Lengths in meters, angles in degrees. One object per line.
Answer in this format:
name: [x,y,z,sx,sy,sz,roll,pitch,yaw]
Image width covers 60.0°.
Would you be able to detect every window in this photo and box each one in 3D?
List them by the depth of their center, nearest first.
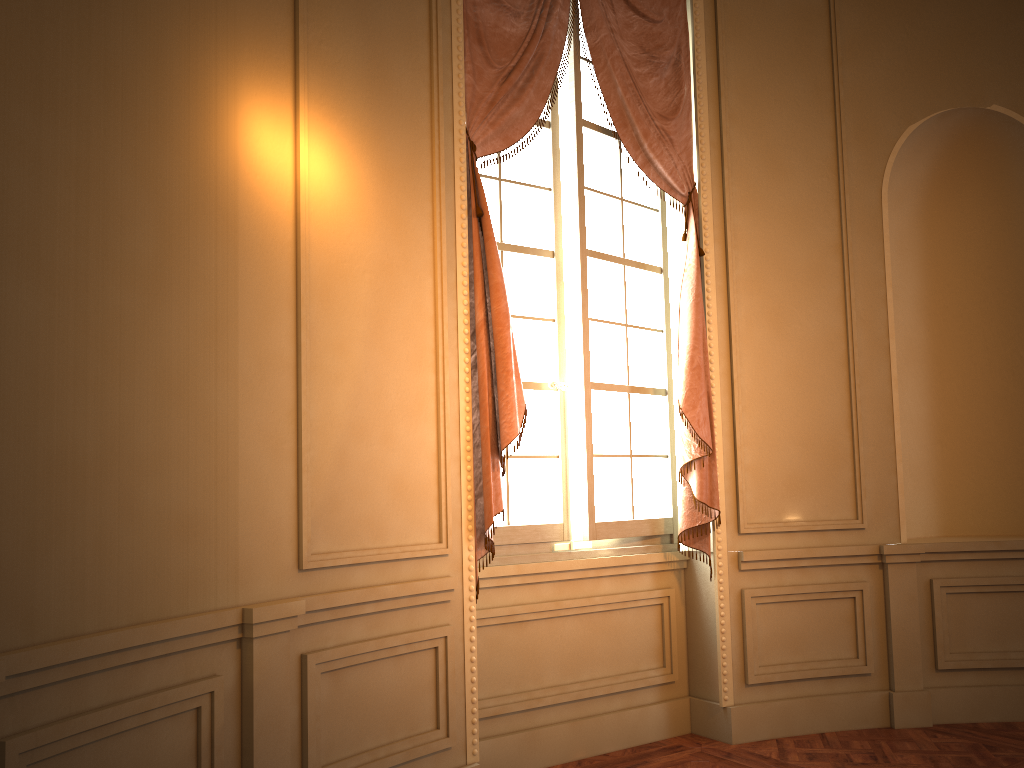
window: [0.261,-0.614,4.118,1.338,2.829,0.150,2,-5,-34]

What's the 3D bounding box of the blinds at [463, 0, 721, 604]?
blinds: [0.390,-0.574,3.930,1.362,2.969,0.280,2,-5,-34]
